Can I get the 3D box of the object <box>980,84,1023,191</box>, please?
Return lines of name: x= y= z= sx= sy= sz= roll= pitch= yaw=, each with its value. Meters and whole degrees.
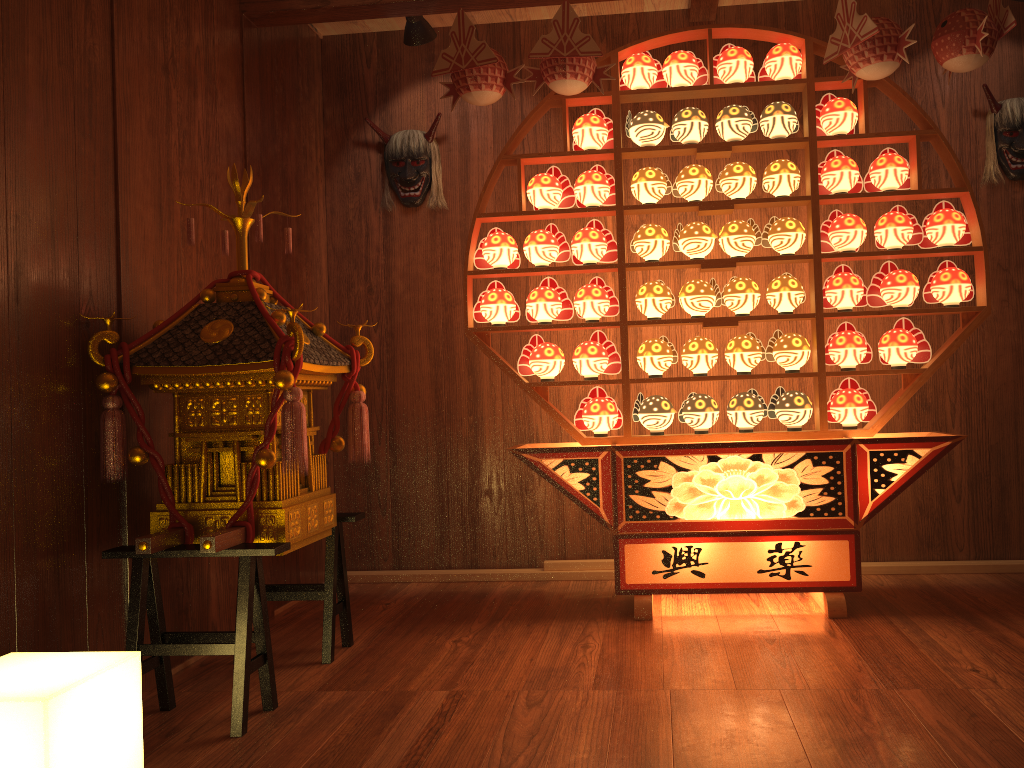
object: x=2.190 y=-1.051 z=3.783 sx=0.361 sy=0.453 sz=0.139 roll=-2 pitch=-1 yaw=6

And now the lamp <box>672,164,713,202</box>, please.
lamp: x=0.703 y=-0.770 z=3.391 sx=0.141 sy=0.161 sz=0.154 roll=-2 pitch=-1 yaw=-12

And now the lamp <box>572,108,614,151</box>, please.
lamp: x=0.301 y=-0.995 z=3.431 sx=0.195 sy=0.200 sz=0.161 roll=-2 pitch=-1 yaw=22

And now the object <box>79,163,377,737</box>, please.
object: x=-0.775 y=0.115 z=2.580 sx=0.603 sy=1.514 sz=0.815 roll=-2 pitch=-1 yaw=8

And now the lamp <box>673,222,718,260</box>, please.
lamp: x=0.717 y=-0.550 z=3.392 sx=0.152 sy=0.161 sz=0.144 roll=-3 pitch=-1 yaw=37

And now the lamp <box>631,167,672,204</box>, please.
lamp: x=0.523 y=-0.766 z=3.410 sx=0.134 sy=0.167 sz=0.162 roll=-3 pitch=-1 yaw=38

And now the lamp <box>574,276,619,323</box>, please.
lamp: x=0.306 y=-0.330 z=3.422 sx=0.178 sy=0.192 sz=0.161 roll=-2 pitch=-1 yaw=22

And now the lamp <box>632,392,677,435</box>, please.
lamp: x=0.563 y=0.113 z=3.397 sx=0.152 sy=0.167 sz=0.144 roll=-3 pitch=-1 yaw=37

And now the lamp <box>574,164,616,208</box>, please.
lamp: x=0.308 y=-0.773 z=3.427 sx=0.185 sy=0.195 sz=0.161 roll=-2 pitch=-1 yaw=22

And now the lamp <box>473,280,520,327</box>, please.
lamp: x=-0.054 y=-0.319 z=3.455 sx=0.191 sy=0.195 sz=0.155 roll=-2 pitch=-1 yaw=-8

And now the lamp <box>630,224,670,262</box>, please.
lamp: x=0.540 y=-0.547 z=3.400 sx=0.141 sy=0.167 sz=0.154 roll=-2 pitch=-1 yaw=-12

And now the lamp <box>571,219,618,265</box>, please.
lamp: x=0.296 y=-0.554 z=3.425 sx=0.195 sy=0.200 sz=0.161 roll=-2 pitch=-1 yaw=22

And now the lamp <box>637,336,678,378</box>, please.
lamp: x=0.545 y=-0.106 z=3.399 sx=0.134 sy=0.167 sz=0.162 roll=-3 pitch=-1 yaw=38

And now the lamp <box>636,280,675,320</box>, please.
lamp: x=0.542 y=-0.326 z=3.400 sx=0.135 sy=0.167 sz=0.161 roll=-2 pitch=-1 yaw=28

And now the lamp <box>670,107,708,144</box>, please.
lamp: x=0.686 y=-0.990 z=3.394 sx=0.140 sy=0.161 sz=0.156 roll=-2 pitch=-1 yaw=-2

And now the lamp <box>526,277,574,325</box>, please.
lamp: x=0.122 y=-0.328 z=3.438 sx=0.196 sy=0.200 sz=0.160 roll=-2 pitch=-1 yaw=17

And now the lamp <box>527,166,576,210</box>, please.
lamp: x=0.122 y=-0.768 z=3.448 sx=0.194 sy=0.200 sz=0.162 roll=-3 pitch=-1 yaw=32

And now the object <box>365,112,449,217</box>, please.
object: x=-0.470 y=-0.984 z=4.031 sx=0.361 sy=0.453 sz=0.139 roll=-2 pitch=-1 yaw=6

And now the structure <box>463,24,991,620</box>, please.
structure: x=0.793 y=-0.264 z=3.378 sx=1.947 sy=2.195 sz=0.493 roll=-2 pitch=-1 yaw=6

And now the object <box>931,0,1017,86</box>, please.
object: x=1.571 y=-1.243 z=3.071 sx=0.227 sy=0.318 sz=0.368 roll=-2 pitch=-1 yaw=3

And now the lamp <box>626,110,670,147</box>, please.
lamp: x=0.533 y=-0.987 z=3.421 sx=0.153 sy=0.167 sz=0.142 roll=-2 pitch=-1 yaw=22

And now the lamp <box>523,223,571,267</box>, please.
lamp: x=0.109 y=-0.543 z=3.446 sx=0.175 sy=0.191 sz=0.162 roll=-3 pitch=-1 yaw=37

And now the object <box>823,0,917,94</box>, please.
object: x=1.263 y=-1.220 z=3.099 sx=0.245 sy=0.314 sz=0.358 roll=-2 pitch=-1 yaw=-15

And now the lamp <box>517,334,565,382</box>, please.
lamp: x=0.140 y=-0.104 z=3.440 sx=0.192 sy=0.194 sz=0.152 roll=-1 pitch=-1 yaw=-33

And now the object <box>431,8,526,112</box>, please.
object: x=-0.121 y=-1.173 z=3.226 sx=0.354 sy=0.311 sz=0.246 roll=-3 pitch=-1 yaw=33

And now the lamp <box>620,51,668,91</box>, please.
lamp: x=0.490 y=-1.222 z=3.415 sx=0.196 sy=0.200 sz=0.160 roll=-2 pitch=-1 yaw=17

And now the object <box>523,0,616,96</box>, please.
object: x=0.201 y=-1.194 z=3.202 sx=0.345 sy=0.306 sz=0.217 roll=-2 pitch=-1 yaw=7

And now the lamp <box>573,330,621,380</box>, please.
lamp: x=0.299 y=-0.113 z=3.418 sx=0.194 sy=0.200 sz=0.162 roll=-3 pitch=-1 yaw=32

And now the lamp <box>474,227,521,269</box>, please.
lamp: x=-0.046 y=-0.535 z=3.458 sx=0.192 sy=0.187 sz=0.154 roll=-2 pitch=-1 yaw=-13

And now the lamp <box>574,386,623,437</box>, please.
lamp: x=0.341 y=0.106 z=3.415 sx=0.195 sy=0.197 sz=0.156 roll=-2 pitch=-1 yaw=-3

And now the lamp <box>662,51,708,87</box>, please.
lamp: x=0.643 y=-1.217 z=3.405 sx=0.164 sy=0.179 sz=0.162 roll=-3 pitch=-1 yaw=38
